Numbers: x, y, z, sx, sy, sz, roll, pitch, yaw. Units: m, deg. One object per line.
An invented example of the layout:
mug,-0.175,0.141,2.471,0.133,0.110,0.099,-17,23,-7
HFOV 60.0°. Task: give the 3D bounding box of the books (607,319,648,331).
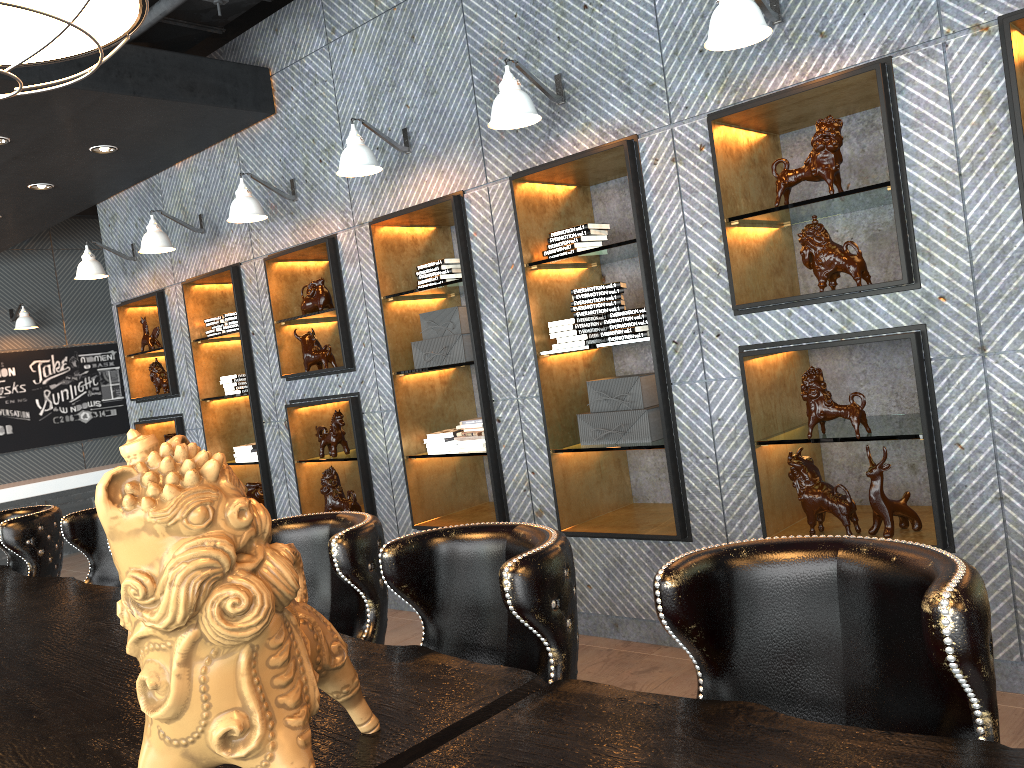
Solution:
books,0.613,-0.293,4.278,0.245,0.028,0.194,-7,2,38

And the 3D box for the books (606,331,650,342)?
books,0.607,-0.234,4.252,0.194,0.028,0.245,-10,3,-44

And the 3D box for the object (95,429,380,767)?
object,-0.344,0.308,1.185,0.249,0.545,0.475,-8,2,5

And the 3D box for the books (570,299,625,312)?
books,0.423,-0.381,4.342,0.245,0.028,0.194,-8,2,14

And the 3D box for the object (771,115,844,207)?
object,1.181,-0.888,3.540,0.292,0.325,0.152,-7,2,40

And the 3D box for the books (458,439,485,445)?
books,-0.173,0.311,4.950,0.228,0.022,0.203,-6,3,45

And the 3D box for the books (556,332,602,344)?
books,0.368,-0.234,4.400,0.193,0.028,0.246,-6,3,41

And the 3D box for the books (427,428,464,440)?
books,-0.362,0.287,5.165,0.179,0.029,0.225,-7,2,27

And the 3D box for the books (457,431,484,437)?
books,-0.178,0.269,4.955,0.197,0.023,0.248,-9,2,-31

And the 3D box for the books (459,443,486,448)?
books,-0.169,0.332,4.950,0.159,0.021,0.224,-10,2,-39

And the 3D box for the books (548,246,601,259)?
books,0.326,-0.649,4.413,0.194,0.028,0.245,-9,2,-32

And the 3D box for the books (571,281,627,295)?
books,0.429,-0.469,4.366,0.245,0.028,0.194,-7,2,17

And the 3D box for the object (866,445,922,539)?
object,1.489,0.414,3.500,0.198,0.358,0.116,-8,1,-18

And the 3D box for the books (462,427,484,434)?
books,-0.153,0.243,4.962,0.247,0.023,0.244,-7,2,27

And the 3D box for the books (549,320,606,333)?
books,0.336,-0.286,4.402,0.246,0.028,0.193,-9,2,-35

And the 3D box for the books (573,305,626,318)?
books,0.434,-0.355,4.348,0.245,0.028,0.194,-8,2,11

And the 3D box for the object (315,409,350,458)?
object,-1.194,0.326,5.802,0.317,0.306,0.143,-7,2,37

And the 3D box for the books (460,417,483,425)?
books,-0.167,0.202,4.965,0.212,0.024,0.185,-7,2,36

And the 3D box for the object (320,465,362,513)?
object,-1.114,0.725,5.746,0.177,0.388,0.337,-9,2,-40

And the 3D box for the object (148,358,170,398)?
object,-2.829,-0.055,7.189,0.155,0.329,0.236,-9,2,-43

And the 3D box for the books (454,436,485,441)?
books,-0.178,0.291,4.944,0.264,0.019,0.205,-6,3,41

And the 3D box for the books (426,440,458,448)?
books,-0.369,0.338,5.173,0.227,0.024,0.166,-8,2,10

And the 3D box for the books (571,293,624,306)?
books,0.424,-0.411,4.380,0.245,0.028,0.194,-8,2,12

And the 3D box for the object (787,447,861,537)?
object,1.277,0.442,3.648,0.266,0.359,0.168,-7,2,35

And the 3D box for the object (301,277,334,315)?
object,-1.274,-0.564,5.733,0.277,0.222,0.139,-7,2,41

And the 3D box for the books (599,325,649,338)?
books,0.569,-0.257,4.243,0.194,0.028,0.245,-9,2,-37

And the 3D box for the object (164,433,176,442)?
object,-2.755,0.522,7.277,0.126,0.249,0.253,-8,2,17

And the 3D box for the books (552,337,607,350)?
books,0.342,-0.203,4.427,0.193,0.028,0.246,-7,2,35

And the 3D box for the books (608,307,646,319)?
books,0.613,-0.349,4.257,0.245,0.028,0.194,-7,2,37

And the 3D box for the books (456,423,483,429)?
books,-0.175,0.225,4.945,0.206,0.020,0.197,-6,3,44

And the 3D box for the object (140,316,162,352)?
object,-2.921,-0.416,7.169,0.290,0.290,0.097,-7,2,40

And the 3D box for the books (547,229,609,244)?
books,0.331,-0.736,4.436,0.245,0.028,0.194,-7,2,34

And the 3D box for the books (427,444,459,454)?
books,-0.348,0.365,5.170,0.243,0.034,0.180,-7,2,21

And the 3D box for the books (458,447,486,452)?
books,-0.165,0.352,4.940,0.228,0.023,0.167,-6,3,42

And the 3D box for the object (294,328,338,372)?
object,-1.267,-0.225,5.757,0.154,0.309,0.324,-9,2,-43

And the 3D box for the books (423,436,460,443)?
books,-0.372,0.314,5.204,0.175,0.024,0.243,-6,3,41

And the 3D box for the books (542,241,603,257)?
books,0.302,-0.674,4.431,0.194,0.028,0.245,-9,2,-37

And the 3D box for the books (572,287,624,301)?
books,0.420,-0.439,4.361,0.245,0.028,0.193,-8,2,3

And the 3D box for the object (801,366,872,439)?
object,1.275,0.068,3.519,0.135,0.294,0.256,-9,2,-40

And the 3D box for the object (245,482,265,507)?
object,-1.832,0.830,6.584,0.314,0.251,0.157,-9,2,-33

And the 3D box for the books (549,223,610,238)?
books,0.339,-0.765,4.438,0.245,0.028,0.194,-6,3,42

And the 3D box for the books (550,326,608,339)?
books,0.339,-0.260,4.446,0.246,0.028,0.193,-10,3,-42

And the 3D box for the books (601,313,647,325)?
books,0.582,-0.317,4.276,0.245,0.028,0.194,-7,2,32

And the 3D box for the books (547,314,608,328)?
books,0.331,-0.315,4.430,0.246,0.028,0.193,-10,3,-41

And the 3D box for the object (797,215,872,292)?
object,1.273,-0.511,3.507,0.159,0.337,0.242,-9,2,-43
